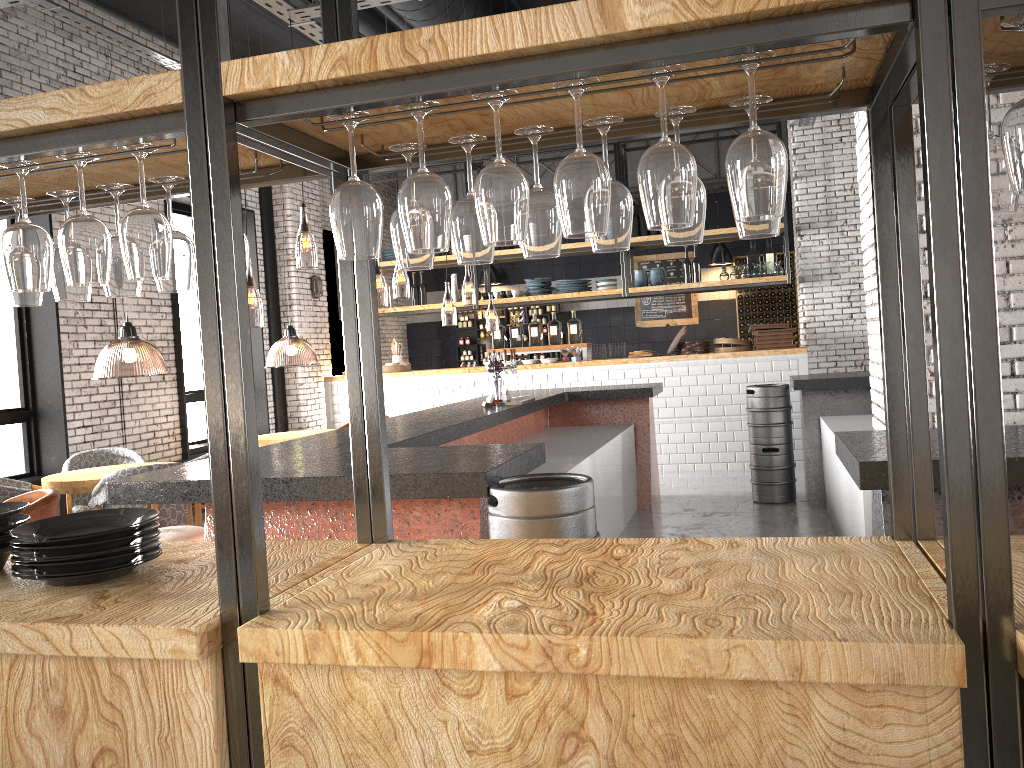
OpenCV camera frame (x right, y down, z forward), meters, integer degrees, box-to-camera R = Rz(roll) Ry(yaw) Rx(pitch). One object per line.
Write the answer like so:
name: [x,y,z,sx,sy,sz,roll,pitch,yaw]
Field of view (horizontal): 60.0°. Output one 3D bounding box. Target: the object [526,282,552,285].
object: [0.340,-1.254,11.232,0.334,0.052,0.334,-2,3,32]

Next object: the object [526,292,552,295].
object: [0.346,-1.135,11.231,0.335,0.046,0.334,-4,2,1]

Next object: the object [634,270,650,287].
object: [1.602,-1.287,10.877,0.198,0.230,0.166,-3,2,22]

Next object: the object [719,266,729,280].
object: [2.511,-1.309,10.496,0.118,0.181,0.118,-4,1,-21]

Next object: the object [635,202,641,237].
object: [1.525,-2.000,10.890,0.098,0.458,0.098,-3,1,38]

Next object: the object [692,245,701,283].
object: [2.227,-1.443,10.718,0.098,0.471,0.098,-3,1,23]

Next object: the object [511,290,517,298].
object: [0.032,-1.126,11.091,0.072,0.097,0.072,-5,2,-42]

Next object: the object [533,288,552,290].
object: [0.343,-1.174,11.233,0.335,0.051,0.334,-6,3,-44]

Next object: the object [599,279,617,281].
object: [1.171,-1.273,11.000,0.265,0.037,0.265,-3,2,11]

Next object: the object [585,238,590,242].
object: [1.014,-1.771,11.026,0.210,0.065,0.210,-2,2,33]

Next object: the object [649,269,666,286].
object: [1.770,-1.296,10.818,0.166,0.230,0.198,-4,2,-14]

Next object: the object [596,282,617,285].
object: [1.175,-1.233,11.001,0.263,0.028,0.263,-2,3,43]

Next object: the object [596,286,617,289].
object: [1.177,-1.190,11.001,0.263,0.037,0.263,-4,2,-11]

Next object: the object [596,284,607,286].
object: [1.176,-1.222,11.000,0.263,0.032,0.263,-5,2,-26]

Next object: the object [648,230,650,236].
object: [1.629,-2.005,10.861,0.098,0.458,0.098,-3,1,38]

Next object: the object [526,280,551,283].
object: [0.337,-1.281,11.230,0.334,0.036,0.335,-4,2,5]

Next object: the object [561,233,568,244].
object: [0.643,-1.955,11.072,0.098,0.471,0.098,-3,1,38]

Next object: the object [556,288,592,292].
object: [0.779,-1.168,11.112,0.454,0.042,0.454,-4,2,-10]

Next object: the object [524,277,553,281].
object: [0.334,-1.314,11.229,0.373,0.050,0.373,-2,3,37]

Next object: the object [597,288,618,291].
object: [1.179,-1.167,11.001,0.263,0.026,0.263,-6,3,-39]

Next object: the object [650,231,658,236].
object: [1.700,-2.004,10.701,0.098,0.458,0.098,-4,1,-7]

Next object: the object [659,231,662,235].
object: [1.804,-2.010,10.672,0.098,0.458,0.098,-4,1,-7]

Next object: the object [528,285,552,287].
object: [0.340,-1.225,11.231,0.334,0.039,0.335,-3,2,15]

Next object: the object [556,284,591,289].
object: [0.775,-1.216,11.110,0.453,0.062,0.454,-5,2,-30]

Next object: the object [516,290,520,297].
object: [0.063,-1.132,11.204,0.072,0.097,0.072,-3,1,20]

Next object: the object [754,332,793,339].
object: [2.972,-0.551,10.084,0.405,0.044,0.636,-3,2,16]

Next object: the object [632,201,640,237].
object: [1.489,-1.992,10.759,0.098,0.458,0.098,-3,1,38]

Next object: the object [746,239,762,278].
object: [2.875,-1.517,10.554,0.156,0.554,0.106,-3,1,20]

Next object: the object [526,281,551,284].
object: [0.338,-1.266,11.230,0.335,0.035,0.335,-4,2,-9]

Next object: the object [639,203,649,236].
object: [1.593,-1.998,10.731,0.098,0.458,0.098,-3,1,38]

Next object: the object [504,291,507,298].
object: [-0.087,-1.124,11.246,0.072,0.097,0.072,-2,2,43]

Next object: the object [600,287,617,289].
object: [1.178,-1.180,11.000,0.263,0.038,0.263,-2,2,31]

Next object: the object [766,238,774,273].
object: [3.058,-1.530,10.513,0.140,0.550,0.097,-3,1,20]

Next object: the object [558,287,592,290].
object: [0.780,-1.192,11.111,0.453,0.050,0.454,-2,3,36]

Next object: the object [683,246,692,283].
object: [2.123,-1.437,10.747,0.098,0.471,0.098,-4,1,4]

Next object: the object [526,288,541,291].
object: [0.342,-1.186,11.232,0.334,0.045,0.335,-3,2,12]

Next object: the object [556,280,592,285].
object: [0.773,-1.262,11.109,0.454,0.048,0.454,-2,3,42]

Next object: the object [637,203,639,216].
object: [1.561,-2.013,11.020,0.098,0.471,0.098,-3,1,38]

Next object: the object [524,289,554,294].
object: [0.345,-1.157,11.235,0.373,0.067,0.372,-4,2,-3]

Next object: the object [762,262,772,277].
object: [2.980,-1.335,10.370,0.118,0.181,0.118,-4,1,-1]

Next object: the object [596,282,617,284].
object: [1.174,-1.243,11.000,0.263,0.029,0.263,-4,2,-8]

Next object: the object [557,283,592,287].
object: [0.776,-1.240,11.108,0.454,0.065,0.452,-5,2,-22]

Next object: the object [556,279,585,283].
object: [0.774,-1.287,11.108,0.452,0.062,0.454,-2,2,31]

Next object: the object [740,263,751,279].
object: [2.739,-1.321,10.404,0.118,0.181,0.118,-5,2,-41]

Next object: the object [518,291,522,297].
object: [0.094,-1.139,11.317,0.072,0.097,0.072,-3,1,15]

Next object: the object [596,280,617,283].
object: [1.173,-1.262,11.000,0.265,0.034,0.265,-3,2,28]

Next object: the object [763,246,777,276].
object: [3.065,-1.454,10.519,0.156,0.405,0.106,-3,1,20]

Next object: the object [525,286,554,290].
object: [0.345,-1.209,11.230,0.371,0.071,0.373,-3,2,28]

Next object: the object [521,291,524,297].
object: [0.125,-1.145,11.430,0.072,0.097,0.072,-3,1,16]

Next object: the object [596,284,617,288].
object: [1.176,-1.208,11.001,0.265,0.038,0.265,-2,3,38]

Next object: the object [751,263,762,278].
object: [2.859,-1.328,10.385,0.118,0.181,0.118,-4,1,-8]

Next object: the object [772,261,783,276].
object: [3.084,-1.339,10.287,0.118,0.181,0.118,-3,2,40]

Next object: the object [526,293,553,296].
object: [0.348,-1.121,11.233,0.335,0.033,0.335,-4,2,-15]

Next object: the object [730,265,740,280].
object: [2.624,-1.315,10.446,0.118,0.181,0.118,-4,1,-25]

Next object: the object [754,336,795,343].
object: [2.975,-0.507,10.085,0.405,0.044,0.636,-3,2,12]

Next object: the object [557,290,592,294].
object: [0.782,-1.143,11.112,0.454,0.033,0.454,-4,2,-2]

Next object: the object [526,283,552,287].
object: [0.341,-1.239,11.232,0.334,0.052,0.334,-5,3,-36]

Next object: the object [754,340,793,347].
object: [2.978,-0.463,10.085,0.405,0.044,0.636,-3,2,18]

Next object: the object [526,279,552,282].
object: [0.338,-1.295,11.230,0.334,0.048,0.335,-4,2,2]
